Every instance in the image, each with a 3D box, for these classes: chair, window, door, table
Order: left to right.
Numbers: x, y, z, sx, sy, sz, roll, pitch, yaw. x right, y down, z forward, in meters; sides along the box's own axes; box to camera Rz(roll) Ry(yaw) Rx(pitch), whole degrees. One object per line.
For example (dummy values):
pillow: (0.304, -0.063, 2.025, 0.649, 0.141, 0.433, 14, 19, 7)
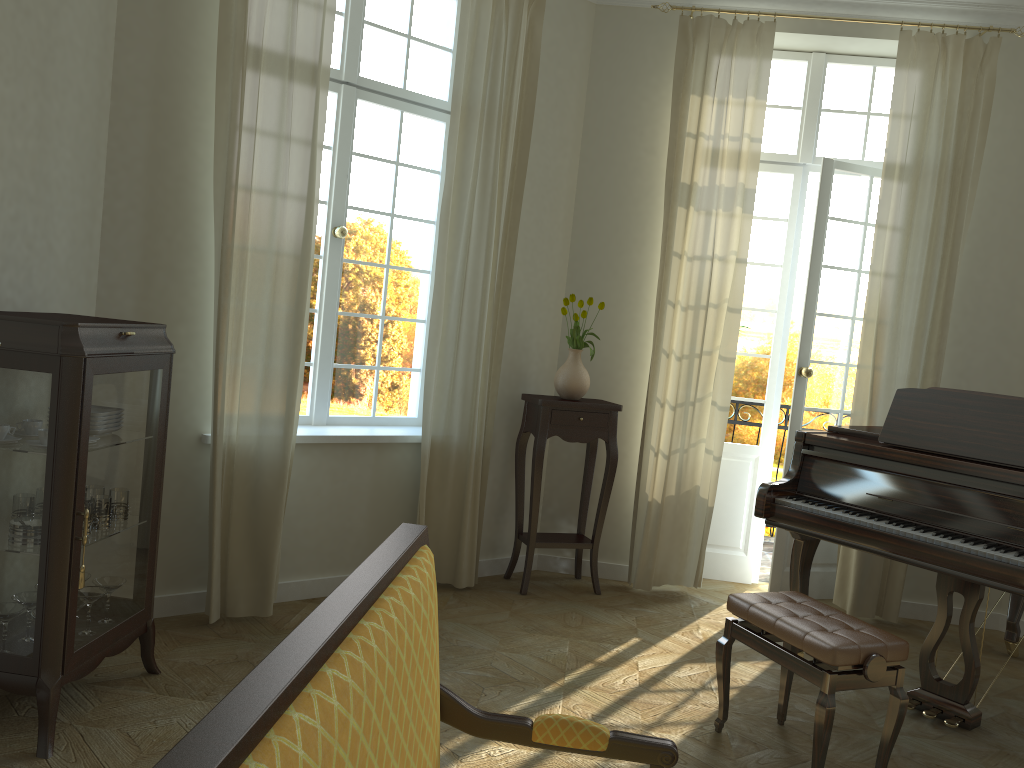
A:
window: (-0.924, -1.029, 4.767, 1.400, 2.550, 0.181, 3, 5, -39)
chair: (-0.010, 0.900, 1.194, 0.680, 1.083, 1.389, 6, 4, 5)
table: (0.291, 0.643, 5.217, 0.522, 1.114, 0.344, 5, 4, -19)
door: (1.686, -0.022, 5.496, 1.385, 2.690, 0.425, 6, 4, 6)
chair: (1.097, 1.137, 3.324, 0.385, 0.563, 0.638, 4, 4, -24)
window: (1.879, -1.724, 5.565, 1.380, 0.680, 0.055, 6, 4, 6)

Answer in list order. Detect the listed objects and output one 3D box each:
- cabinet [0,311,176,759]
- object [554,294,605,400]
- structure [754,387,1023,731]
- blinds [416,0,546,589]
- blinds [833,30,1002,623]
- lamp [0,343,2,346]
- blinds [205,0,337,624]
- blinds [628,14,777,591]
cabinet: (-1.613, 0.456, 3.149, 0.542, 1.386, 0.733, 6, 4, 5)
object: (0.378, -0.212, 5.156, 0.242, 0.609, 0.264, 8, 4, 30)
structure: (2.297, 0.767, 4.100, 1.856, 1.439, 1.514, 3, 5, -39)
blinds: (-0.212, -0.544, 4.851, 0.552, 3.381, 0.159, 3, 5, -36)
blinds: (2.299, -0.301, 5.088, 0.554, 3.386, 0.162, 6, 4, 0)
lamp: (-1.571, 0.432, 2.289, 0.381, 1.552, 0.380, 7, 4, 11)
blinds: (-1.141, -0.585, 4.025, 0.554, 3.385, 0.162, 3, 5, -34)
blinds: (1.074, -0.435, 5.258, 0.552, 3.386, 0.159, 6, 4, 3)
